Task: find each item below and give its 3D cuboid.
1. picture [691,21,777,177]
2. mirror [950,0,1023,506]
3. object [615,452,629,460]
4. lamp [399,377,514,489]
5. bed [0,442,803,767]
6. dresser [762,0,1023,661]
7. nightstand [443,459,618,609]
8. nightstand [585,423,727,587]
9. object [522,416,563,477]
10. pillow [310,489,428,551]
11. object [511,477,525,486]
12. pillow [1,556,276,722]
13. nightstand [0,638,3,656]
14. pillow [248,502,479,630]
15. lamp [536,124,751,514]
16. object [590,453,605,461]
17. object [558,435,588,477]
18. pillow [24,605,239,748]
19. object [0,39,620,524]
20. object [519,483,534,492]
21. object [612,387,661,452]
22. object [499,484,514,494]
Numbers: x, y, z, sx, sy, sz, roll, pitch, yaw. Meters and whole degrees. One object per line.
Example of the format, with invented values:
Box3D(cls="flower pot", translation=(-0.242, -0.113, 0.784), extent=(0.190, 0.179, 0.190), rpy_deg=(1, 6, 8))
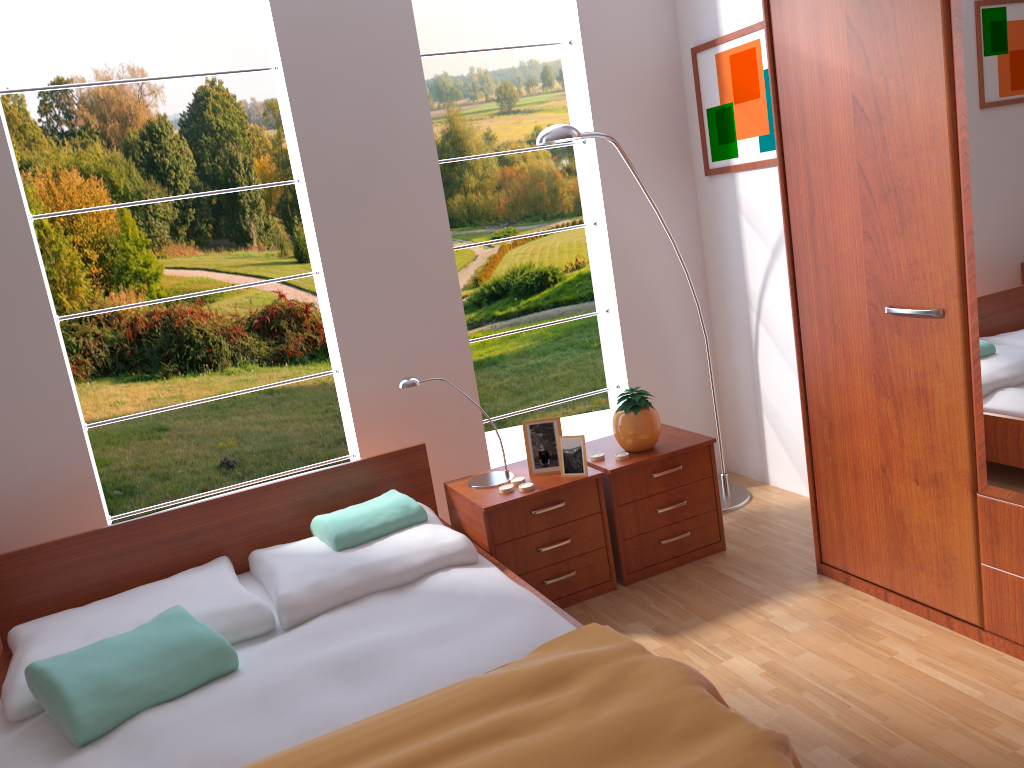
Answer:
Box3D(cls="picture", translation=(0.915, -1.088, 3.391), extent=(0.030, 0.517, 0.645), rpy_deg=(-14, 12, -22))
Box3D(cls="mirror", translation=(1.231, -0.425, 1.847), extent=(0.037, 1.556, 0.681), rpy_deg=(-14, 12, -22))
Box3D(cls="object", translation=(0.383, 0.253, 3.087), extent=(0.049, 0.018, 0.049), rpy_deg=(-17, 14, -35))
Box3D(cls="lamp", translation=(-0.174, 0.153, 2.984), extent=(0.337, 0.421, 0.163), rpy_deg=(-17, 14, -34))
Box3D(cls="bed", translation=(-0.445, 0.739, 2.115), extent=(1.632, 0.560, 1.990), rpy_deg=(-14, 12, -22))
Box3D(cls="dresser", translation=(1.468, -0.261, 1.924), extent=(0.487, 2.004, 2.017), rpy_deg=(-14, 12, -22))
Box3D(cls="nightstand", translation=(0.066, 0.537, 3.094), extent=(0.439, 0.442, 0.377), rpy_deg=(-14, 12, -22))
Box3D(cls="nightstand", translation=(0.484, 0.434, 3.269), extent=(0.439, 0.442, 0.377), rpy_deg=(-14, 12, -22))
Box3D(cls="object", translation=(0.112, 0.215, 3.038), extent=(0.131, 0.191, 0.037), rpy_deg=(-8, 11, 7))
Box3D(cls="pillow", translation=(-0.469, 0.449, 2.886), extent=(0.322, 0.116, 0.276), rpy_deg=(-15, 12, -25))
Box3D(cls="object", translation=(0.020, 0.330, 2.996), extent=(0.049, 0.018, 0.049), rpy_deg=(-17, 14, -35))
Box3D(cls="pillow", translation=(-1.081, 0.710, 2.540), extent=(0.682, 0.157, 0.574), rpy_deg=(-15, 13, -28))
Box3D(cls="nightstand", translation=(-1.974, 0.870, 2.560), extent=(0.815, 0.626, 0.428), rpy_deg=(-14, 12, -22))
Box3D(cls="pillow", translation=(-0.477, 0.556, 2.816), extent=(0.630, 0.182, 0.574), rpy_deg=(-14, 12, -24))
Box3D(cls="lamp", translation=(0.564, -0.221, 3.459), extent=(0.387, 1.603, 0.799), rpy_deg=(0, 15, 39))
Box3D(cls="object", translation=(0.301, 0.258, 3.125), extent=(0.049, 0.018, 0.049), rpy_deg=(-17, 14, -35))
Box3D(cls="object", translation=(0.203, 0.242, 2.966), extent=(0.094, 0.137, 0.027), rpy_deg=(-5, 12, 22))
Box3D(cls="pillow", translation=(-0.945, 0.710, 2.218), extent=(0.334, 0.164, 0.425), rpy_deg=(1, 15, 43))
Box3D(cls="object", translation=(-0.573, -0.629, 3.336), extent=(2.205, 1.815, 0.033), rpy_deg=(-14, 12, -22))
Box3D(cls="object", translation=(0.047, 0.341, 2.918), extent=(0.049, 0.018, 0.049), rpy_deg=(-17, 14, -35))
Box3D(cls="object", translation=(0.439, 0.125, 3.150), extent=(0.170, 0.223, 0.169), rpy_deg=(3, 16, 46))
Box3D(cls="object", translation=(-0.018, 0.348, 2.934), extent=(0.049, 0.018, 0.049), rpy_deg=(-17, 14, -35))
